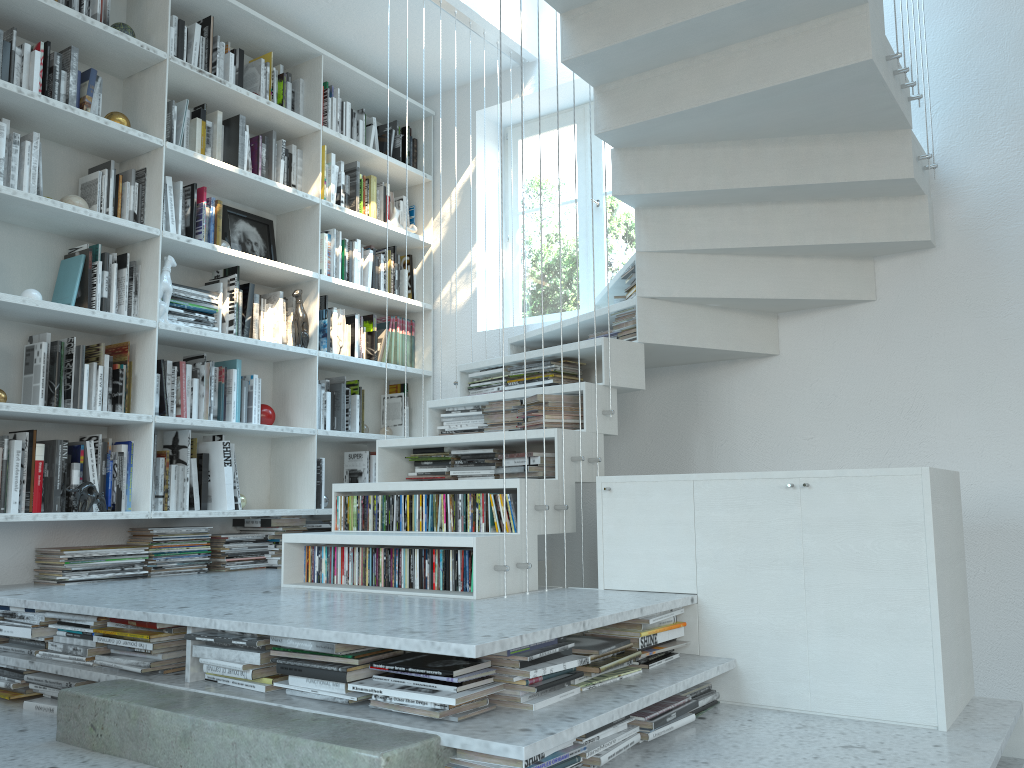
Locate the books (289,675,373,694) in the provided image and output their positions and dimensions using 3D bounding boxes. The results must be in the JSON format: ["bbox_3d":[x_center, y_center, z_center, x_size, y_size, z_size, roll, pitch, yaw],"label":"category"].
[{"bbox_3d":[-0.410,0.702,2.121,0.189,0.028,0.155,-6,-9,35],"label":"books"}]

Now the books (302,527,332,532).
[{"bbox_3d":[-0.979,0.704,4.292,0.200,0.018,0.316,-5,-9,30],"label":"books"}]

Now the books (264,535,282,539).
[{"bbox_3d":[-1.101,0.695,4.051,0.196,0.019,0.173,-7,-10,39],"label":"books"}]

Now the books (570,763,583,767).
[{"bbox_3d":[0.009,0.809,1.839,0.164,0.006,0.264,-6,-9,35],"label":"books"}]

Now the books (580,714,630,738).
[{"bbox_3d":[0.162,0.791,2.082,0.149,0.013,0.220,-6,-9,33],"label":"books"}]

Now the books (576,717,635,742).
[{"bbox_3d":[0.164,0.799,2.080,0.152,0.005,0.242,-6,-9,35],"label":"books"}]

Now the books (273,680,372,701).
[{"bbox_3d":[-0.413,0.719,2.114,0.293,0.007,0.155,-6,-10,37],"label":"books"}]

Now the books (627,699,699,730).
[{"bbox_3d":[0.340,0.845,2.300,0.190,0.018,0.288,-6,-9,33],"label":"books"}]

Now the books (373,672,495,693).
[{"bbox_3d":[-0.175,0.657,1.978,0.242,0.012,0.137,-6,-9,35],"label":"books"}]

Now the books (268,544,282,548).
[{"bbox_3d":[-1.094,0.738,4.056,0.236,0.014,0.166,-6,-9,34],"label":"books"}]

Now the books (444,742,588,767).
[{"bbox_3d":[0.011,0.775,1.841,0.159,0.012,0.292,-6,-10,37],"label":"books"}]

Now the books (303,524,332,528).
[{"bbox_3d":[-0.983,0.687,4.297,0.198,0.017,0.354,-6,-9,36],"label":"books"}]

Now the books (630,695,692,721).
[{"bbox_3d":[0.328,0.832,2.301,0.176,0.009,0.275,-6,-9,34],"label":"books"}]

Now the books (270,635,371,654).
[{"bbox_3d":[-0.425,0.607,2.111,0.238,0.022,0.189,-7,-10,39],"label":"books"}]

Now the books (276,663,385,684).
[{"bbox_3d":[-0.416,0.674,2.116,0.230,0.026,0.177,-6,-9,34],"label":"books"}]

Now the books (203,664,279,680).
[{"bbox_3d":[-0.666,0.727,2.287,0.192,0.024,0.167,-6,-9,35],"label":"books"}]

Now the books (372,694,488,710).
[{"bbox_3d":[-0.181,0.689,1.965,0.208,0.015,0.153,-5,-9,31],"label":"books"}]

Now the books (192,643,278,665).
[{"bbox_3d":[-0.670,0.686,2.287,0.250,0.029,0.174,-5,-9,32],"label":"books"}]

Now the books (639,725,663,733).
[{"bbox_3d":[0.334,0.865,2.303,0.161,0.005,0.254,-5,-9,30],"label":"books"}]

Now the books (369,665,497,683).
[{"bbox_3d":[-0.178,0.636,1.977,0.269,0.009,0.132,-7,-10,38],"label":"books"}]

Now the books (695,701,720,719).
[{"bbox_3d":[0.480,0.920,2.520,0.151,0.006,0.262,-5,-9,30],"label":"books"}]

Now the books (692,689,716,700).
[{"bbox_3d":[0.472,0.888,2.530,0.133,0.007,0.225,-7,-10,38],"label":"books"}]

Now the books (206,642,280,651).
[{"bbox_3d":[-0.664,0.664,2.298,0.208,0.017,0.145,-5,-9,29],"label":"books"}]

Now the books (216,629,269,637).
[{"bbox_3d":[-0.661,0.635,2.307,0.181,0.014,0.134,-7,-10,39],"label":"books"}]

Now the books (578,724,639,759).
[{"bbox_3d":[0.169,0.825,2.073,0.158,0.012,0.273,-5,-9,32],"label":"books"}]

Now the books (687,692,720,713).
[{"bbox_3d":[0.475,0.900,2.526,0.151,0.017,0.234,-6,-9,35],"label":"books"}]

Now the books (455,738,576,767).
[{"bbox_3d":[0.012,0.747,1.844,0.157,0.025,0.234,-5,-9,29],"label":"books"}]

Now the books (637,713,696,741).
[{"bbox_3d":[0.339,0.876,2.298,0.177,0.018,0.250,-6,-10,37],"label":"books"}]

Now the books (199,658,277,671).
[{"bbox_3d":[-0.672,0.707,2.280,0.187,0.015,0.178,-7,-10,39],"label":"books"}]

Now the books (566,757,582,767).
[{"bbox_3d":[0.009,0.802,1.840,0.159,0.008,0.285,-5,-9,32],"label":"books"}]

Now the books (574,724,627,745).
[{"bbox_3d":[0.159,0.811,2.082,0.134,0.018,0.211,-6,-10,37],"label":"books"}]

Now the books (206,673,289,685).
[{"bbox_3d":[-0.656,0.748,2.299,0.258,0.013,0.136,-6,-9,34],"label":"books"}]

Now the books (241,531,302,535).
[{"bbox_3d":[-1.098,0.679,4.058,0.243,0.015,0.165,-6,-10,37],"label":"books"}]

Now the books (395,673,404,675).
[{"bbox_3d":[-0.163,0.648,1.998,0.190,0.011,0.091,-5,-9,32],"label":"books"}]

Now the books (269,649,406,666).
[{"bbox_3d":[-0.418,0.640,2.118,0.281,0.013,0.168,-5,-9,31],"label":"books"}]

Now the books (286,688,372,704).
[{"bbox_3d":[-0.411,0.733,2.116,0.231,0.020,0.142,-7,-10,39],"label":"books"}]

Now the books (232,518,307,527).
[{"bbox_3d":[-1.107,0.632,4.051,0.267,0.035,0.205,-6,-9,35],"label":"books"}]

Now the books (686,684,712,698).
[{"bbox_3d":[0.467,0.878,2.534,0.133,0.014,0.229,-6,-9,33],"label":"books"}]

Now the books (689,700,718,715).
[{"bbox_3d":[0.477,0.913,2.523,0.160,0.010,0.179,-6,-9,34],"label":"books"}]

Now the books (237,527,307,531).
[{"bbox_3d":[-1.099,0.661,4.060,0.285,0.012,0.159,-5,-9,30],"label":"books"}]

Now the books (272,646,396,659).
[{"bbox_3d":[-0.417,0.631,2.120,0.260,0.007,0.171,-5,-9,32],"label":"books"}]

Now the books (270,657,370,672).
[{"bbox_3d":[-0.419,0.656,2.114,0.250,0.009,0.187,-6,-9,34],"label":"books"}]

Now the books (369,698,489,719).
[{"bbox_3d":[-0.184,0.702,1.959,0.212,0.014,0.161,-7,-10,38],"label":"books"}]

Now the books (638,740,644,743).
[{"bbox_3d":[0.322,0.891,2.308,0.144,0.009,0.250,-6,-9,33],"label":"books"}]

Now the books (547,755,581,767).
[{"bbox_3d":[0.014,0.787,1.838,0.168,0.012,0.210,-7,-10,38],"label":"books"}]

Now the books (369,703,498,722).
[{"bbox_3d":[-0.175,0.715,1.970,0.250,0.009,0.144,-6,-9,34],"label":"books"}]

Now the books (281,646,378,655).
[{"bbox_3d":[-0.417,0.623,2.121,0.208,0.008,0.170,-6,-10,37],"label":"books"}]

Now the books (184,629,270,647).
[{"bbox_3d":[-0.677,0.646,2.280,0.256,0.014,0.192,-5,-9,30],"label":"books"}]

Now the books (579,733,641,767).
[{"bbox_3d":[0.178,0.840,2.066,0.169,0.019,0.232,-5,-9,29],"label":"books"}]

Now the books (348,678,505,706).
[{"bbox_3d":[-0.189,0.668,1.957,0.297,0.014,0.185,-6,-9,33],"label":"books"}]

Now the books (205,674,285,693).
[{"bbox_3d":[-0.661,0.761,2.289,0.262,0.016,0.132,-7,-10,39],"label":"books"}]

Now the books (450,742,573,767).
[{"bbox_3d":[0.000,0.765,1.850,0.132,0.010,0.257,-7,-10,38],"label":"books"}]

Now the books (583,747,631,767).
[{"bbox_3d":[0.166,0.858,2.072,0.152,0.015,0.208,-5,-9,32],"label":"books"}]

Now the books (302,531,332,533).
[{"bbox_3d":[-0.976,0.721,4.288,0.198,0.017,0.354,-7,-10,39],"label":"books"}]

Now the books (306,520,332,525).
[{"bbox_3d":[-0.988,0.670,4.302,0.198,0.017,0.354,-6,-9,34],"label":"books"}]

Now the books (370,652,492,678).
[{"bbox_3d":[-0.180,0.624,1.976,0.228,0.014,0.149,-5,-9,32],"label":"books"}]

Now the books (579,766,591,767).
[{"bbox_3d":[0.025,0.822,1.826,0.200,0.023,0.262,-5,-9,32],"label":"books"}]

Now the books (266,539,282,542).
[{"bbox_3d":[-1.097,0.711,4.056,0.283,0.010,0.169,-6,-9,33],"label":"books"}]
